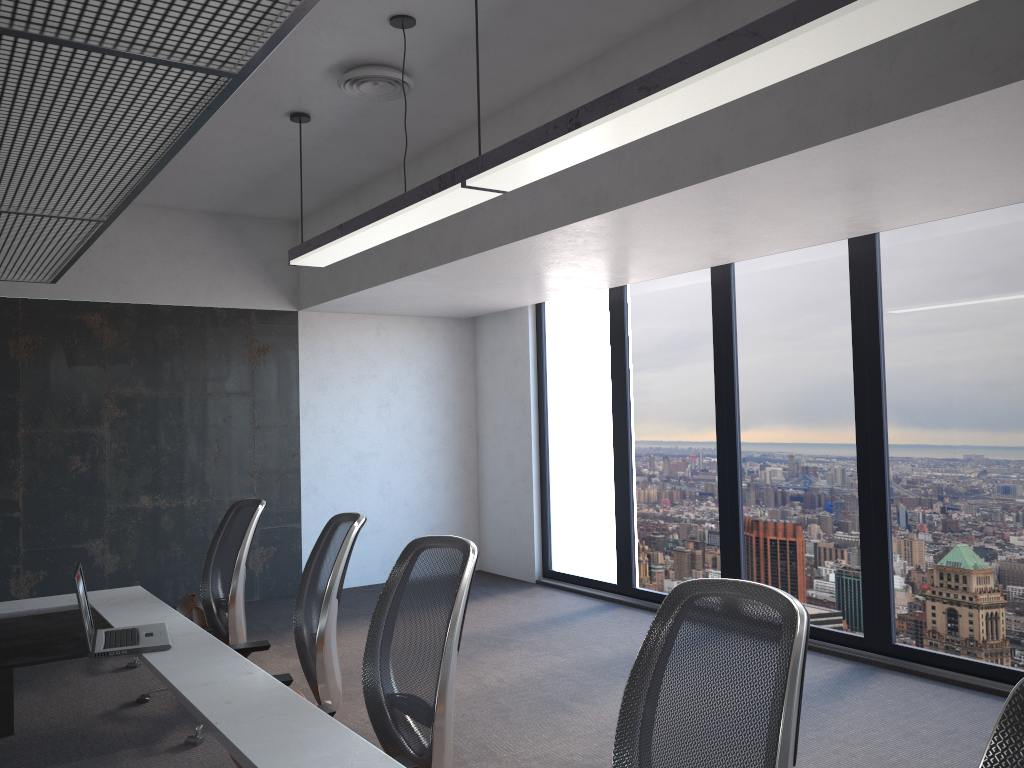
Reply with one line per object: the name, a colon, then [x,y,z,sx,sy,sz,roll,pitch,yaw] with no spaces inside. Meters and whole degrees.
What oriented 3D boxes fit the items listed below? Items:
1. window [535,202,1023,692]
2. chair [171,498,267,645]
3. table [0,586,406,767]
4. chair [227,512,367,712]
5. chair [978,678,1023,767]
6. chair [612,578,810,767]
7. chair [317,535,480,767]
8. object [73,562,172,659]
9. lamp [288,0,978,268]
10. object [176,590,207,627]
window: [2.797,0.272,4.449,0.121,2.670,9.225,0,-3,-34]
chair: [-1.508,1.135,4.037,0.789,1.166,0.828,-2,-2,20]
table: [-1.070,1.232,1.518,1.898,0.745,5.498,0,-3,-34]
chair: [-0.925,1.092,3.291,0.789,1.166,0.828,-3,-3,31]
chair: [0.606,0.961,0.895,0.789,1.166,0.828,-2,-2,20]
chair: [0.208,1.000,1.646,0.789,1.166,0.828,-3,-2,26]
chair: [-0.451,1.048,2.466,0.789,1.166,0.828,-2,-2,20]
object: [-1.395,0.791,3.186,0.308,0.277,0.366,0,-2,-24]
lamp: [-1.189,-1.287,1.682,4.126,0.908,6.097,0,-3,-34]
object: [-1.473,1.105,4.072,0.138,0.308,0.378,-1,-2,-23]
